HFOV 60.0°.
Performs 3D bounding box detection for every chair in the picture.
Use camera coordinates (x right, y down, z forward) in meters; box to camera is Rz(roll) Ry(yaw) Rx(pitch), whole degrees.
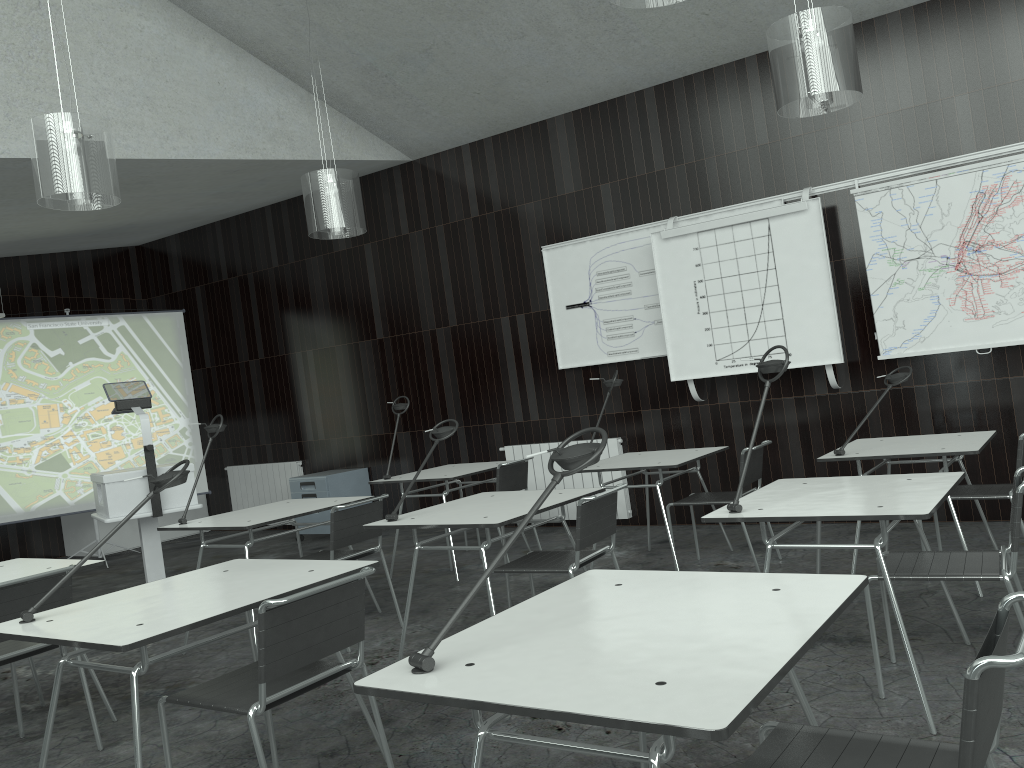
[{"bbox_3d":[-0.894,1.037,4.474,0.555,0.765,0.428,-8,-1,31],"label":"chair"},{"bbox_3d":[-1.845,1.145,3.196,0.555,0.765,0.428,-8,-1,32],"label":"chair"},{"bbox_3d":[-0.653,0.987,2.472,0.555,0.765,0.428,-8,-1,33],"label":"chair"},{"bbox_3d":[1.485,0.722,2.938,0.555,0.765,0.428,-7,-1,29],"label":"chair"},{"bbox_3d":[2.287,0.633,4.282,0.555,0.765,0.428,-8,-1,36],"label":"chair"},{"bbox_3d":[-0.126,0.953,5.888,0.555,0.765,0.428,-8,-1,31],"label":"chair"},{"bbox_3d":[1.210,0.777,5.053,0.555,0.765,0.428,-8,-1,32],"label":"chair"},{"bbox_3d":[0.633,0.816,1.522,0.555,0.765,0.428,-8,-1,35],"label":"chair"},{"bbox_3d":[0.220,0.889,3.755,0.555,0.765,0.428,-8,-1,30],"label":"chair"}]

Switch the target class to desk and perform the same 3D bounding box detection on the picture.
[{"bbox_3d":[2.010,0.477,4.436,0.700,1.153,0.900,-8,-1,33],"label":"desk"},{"bbox_3d":[0.263,0.672,1.758,0.700,1.153,0.900,-8,-1,34],"label":"desk"},{"bbox_3d":[-0.930,0.830,2.627,0.700,1.153,0.900,-8,-1,33],"label":"desk"},{"bbox_3d":[1.161,0.486,3.117,0.700,1.321,0.900,-8,-1,33],"label":"desk"},{"bbox_3d":[-0.081,0.735,3.891,0.700,1.153,0.900,-8,-1,33],"label":"desk"},{"bbox_3d":[0.822,0.550,5.278,0.700,1.321,0.900,-8,-1,32],"label":"desk"},{"bbox_3d":[-2.145,0.906,3.364,0.700,1.321,0.900,-8,-1,34],"label":"desk"},{"bbox_3d":[-1.277,0.809,4.708,0.700,1.321,0.900,-8,-1,33],"label":"desk"},{"bbox_3d":[-0.416,0.713,6.041,0.700,1.321,0.900,-8,-1,33],"label":"desk"}]

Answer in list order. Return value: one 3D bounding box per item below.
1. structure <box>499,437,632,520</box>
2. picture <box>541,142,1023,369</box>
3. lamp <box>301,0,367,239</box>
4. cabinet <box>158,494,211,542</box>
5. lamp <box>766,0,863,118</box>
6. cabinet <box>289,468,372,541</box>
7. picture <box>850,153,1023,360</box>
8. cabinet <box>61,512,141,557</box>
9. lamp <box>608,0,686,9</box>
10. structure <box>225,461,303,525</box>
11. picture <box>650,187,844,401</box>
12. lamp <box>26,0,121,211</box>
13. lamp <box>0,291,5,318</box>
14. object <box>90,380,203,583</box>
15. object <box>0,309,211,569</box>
[{"bbox_3d":[0.412,0.859,7.099,1.129,0.688,0.079,-8,-1,33],"label":"structure"},{"bbox_3d":[1.877,-0.883,6.034,3.818,1.102,0.050,-8,-1,33],"label":"picture"},{"bbox_3d":[-1.198,-1.917,5.543,0.359,1.761,0.350,-8,-1,33],"label":"lamp"},{"bbox_3d":[-3.764,1.181,9.509,0.587,1.285,0.639,-8,-1,33],"label":"cabinet"},{"bbox_3d":[1.247,-2.241,3.920,0.359,1.761,0.350,-8,-1,33],"label":"lamp"},{"bbox_3d":[-1.648,1.231,8.171,0.502,0.648,0.598,-8,-1,33],"label":"cabinet"},{"bbox_3d":[2.768,-0.866,5.371,1.211,1.342,0.163,-8,-1,33],"label":"picture"},{"bbox_3d":[-4.118,1.220,8.968,0.587,1.285,0.639,-8,-1,33],"label":"cabinet"},{"bbox_3d":[0.290,-2.409,2.512,0.359,2.307,0.350,-8,-1,33],"label":"lamp"},{"bbox_3d":[-2.511,1.247,9.040,1.129,0.688,0.079,-8,-1,33],"label":"structure"},{"bbox_3d":[1.613,-0.653,6.096,1.191,1.508,0.254,-8,-1,33],"label":"picture"},{"bbox_3d":[-2.155,-2.085,4.135,0.359,2.307,0.350,-8,-1,33],"label":"lamp"},{"bbox_3d":[-4.275,-2.284,6.648,0.600,3.595,0.212,-8,-1,33],"label":"lamp"},{"bbox_3d":[-2.269,0.782,5.487,0.559,1.639,0.680,-7,-1,-33],"label":"object"},{"bbox_3d":[-3.856,0.521,8.017,2.051,2.602,0.673,-7,-1,-32],"label":"object"}]
